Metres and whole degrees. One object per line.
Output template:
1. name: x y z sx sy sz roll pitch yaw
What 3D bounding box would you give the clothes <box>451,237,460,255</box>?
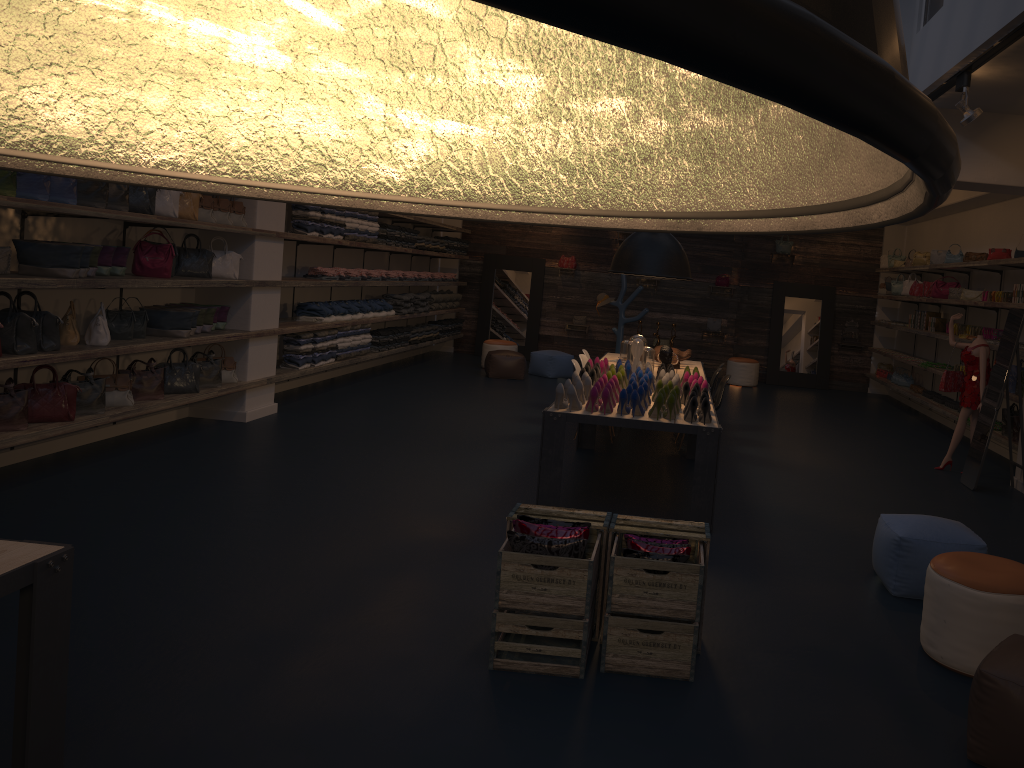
1. clothes: -1.099 -2.415 15.144 0.372 0.297 0.318 5 5 -5

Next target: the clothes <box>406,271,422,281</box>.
1. clothes: -1.567 -1.672 13.434 0.320 0.154 0.354 5 7 1

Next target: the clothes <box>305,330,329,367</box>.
1. clothes: -2.243 -0.413 9.812 0.246 0.409 0.330 6 5 14

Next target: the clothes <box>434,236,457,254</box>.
1. clothes: -1.151 -2.377 14.817 0.363 0.297 0.335 6 6 8

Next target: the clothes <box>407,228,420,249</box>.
1. clothes: -1.568 -2.137 12.726 0.342 0.297 0.317 6 6 12

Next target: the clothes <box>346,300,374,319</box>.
1. clothes: -2.047 -0.978 11.256 0.420 0.239 0.436 6 7 6

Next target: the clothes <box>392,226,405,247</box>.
1. clothes: -1.695 -2.061 12.070 0.372 0.297 0.318 5 5 -5

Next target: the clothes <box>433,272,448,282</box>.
1. clothes: -1.279 -1.843 14.918 0.320 0.154 0.354 5 7 1

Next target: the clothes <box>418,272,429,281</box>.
1. clothes: -1.515 -1.713 13.822 0.332 0.158 0.339 9 8 27

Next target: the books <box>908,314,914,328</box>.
1. books: 6.451 -0.993 13.845 0.177 0.209 0.325 6 6 9

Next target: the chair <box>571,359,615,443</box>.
1. chair: 0.864 0.167 9.105 0.540 0.798 0.472 5 4 4

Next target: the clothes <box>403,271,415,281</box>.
1. clothes: -1.655 -1.630 13.100 0.332 0.158 0.339 9 8 27

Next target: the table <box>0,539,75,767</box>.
1. table: -2.192 0.937 1.384 1.218 0.736 2.590 6 7 9

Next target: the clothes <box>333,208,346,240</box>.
1. clothes: -2.096 -1.885 10.069 0.246 0.409 0.330 6 5 14

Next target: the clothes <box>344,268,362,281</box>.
1. clothes: -2.083 -1.376 10.897 0.332 0.158 0.339 9 8 27

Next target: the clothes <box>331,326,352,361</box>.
1. clothes: -2.123 -0.513 10.517 0.257 0.453 0.350 7 5 20

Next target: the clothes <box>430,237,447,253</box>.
1. clothes: -1.300 -2.318 14.437 0.414 0.250 0.351 6 6 3

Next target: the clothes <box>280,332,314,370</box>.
1. clothes: -2.336 -0.376 9.464 0.246 0.409 0.330 6 5 14

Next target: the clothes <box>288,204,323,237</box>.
1. clothes: -2.228 -1.807 9.390 0.246 0.409 0.330 6 5 14

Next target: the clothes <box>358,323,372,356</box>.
1. clothes: -1.989 -0.593 11.206 0.257 0.453 0.350 7 5 20

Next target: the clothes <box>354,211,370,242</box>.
1. clothes: -1.951 -1.982 10.771 0.257 0.453 0.350 7 5 20

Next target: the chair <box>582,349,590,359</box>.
1. chair: 1.085 0.008 10.449 0.540 0.798 0.472 5 4 4

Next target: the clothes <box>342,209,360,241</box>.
1. clothes: -2.014 -1.944 10.443 0.257 0.453 0.350 7 5 20

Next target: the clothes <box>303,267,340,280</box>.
1. clothes: -2.222 -1.293 10.175 0.332 0.158 0.339 9 8 27

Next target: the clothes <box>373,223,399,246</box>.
1. clothes: -1.747 -2.022 11.743 0.363 0.297 0.335 6 6 8

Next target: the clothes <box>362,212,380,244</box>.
1. clothes: -1.881 -2.023 11.132 0.257 0.453 0.350 7 5 20

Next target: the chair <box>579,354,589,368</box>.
1. chair: 0.995 0.090 9.772 0.527 0.798 0.483 6 4 13

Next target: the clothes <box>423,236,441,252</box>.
1. clothes: -1.378 -2.272 14.041 0.400 0.250 0.362 7 6 15

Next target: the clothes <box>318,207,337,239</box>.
1. clothes: -2.134 -1.844 9.738 0.246 0.409 0.330 6 5 14

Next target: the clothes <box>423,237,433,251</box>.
1. clothes: -1.458 -2.224 13.623 0.414 0.250 0.351 6 6 3

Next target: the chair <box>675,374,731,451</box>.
1. chair: 1.983 0.280 9.061 0.549 0.798 0.465 5 4 -1

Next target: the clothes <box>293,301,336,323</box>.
1. clothes: -2.291 -0.833 9.999 0.420 0.239 0.436 6 7 6

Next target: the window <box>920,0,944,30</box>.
1. window: 1.384 -3.558 7.150 4.417 0.648 11.546 7 8 9

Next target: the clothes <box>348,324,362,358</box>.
1. clothes: -2.059 -0.551 10.845 0.257 0.453 0.350 7 5 20

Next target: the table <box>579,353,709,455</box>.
1. table: 1.533 0.171 9.774 1.218 0.736 2.590 6 7 9

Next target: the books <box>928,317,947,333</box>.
1. books: 6.305 -0.877 12.877 0.179 0.212 0.336 6 6 8

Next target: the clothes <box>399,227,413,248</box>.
1. clothes: -1.631 -2.099 12.398 0.348 0.297 0.311 6 5 6

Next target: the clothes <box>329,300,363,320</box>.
1. clothes: -2.127 -0.931 10.845 0.420 0.239 0.436 6 7 6

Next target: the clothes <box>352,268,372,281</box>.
1. clothes: -1.994 -1.418 11.231 0.320 0.154 0.354 5 7 1

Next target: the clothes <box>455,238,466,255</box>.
1. clothes: -1.036 -2.453 15.472 0.348 0.297 0.311 6 5 6

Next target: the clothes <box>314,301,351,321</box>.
1. clothes: -2.205 -0.884 10.443 0.403 0.239 0.454 8 7 22

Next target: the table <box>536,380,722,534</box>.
1. table: 1.039 0.465 7.226 1.218 0.736 2.590 6 7 9

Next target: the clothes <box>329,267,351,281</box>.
1. clothes: -2.134 -1.335 10.509 0.320 0.154 0.354 5 7 1

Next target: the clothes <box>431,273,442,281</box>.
1. clothes: -1.368 -1.801 14.585 0.332 0.158 0.339 9 8 27

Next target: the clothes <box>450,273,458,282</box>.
1. clothes: -1.139 -1.926 15.640 0.320 0.154 0.354 5 7 1

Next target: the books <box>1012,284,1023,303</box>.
1. books: 5.546 -0.967 9.369 0.177 0.209 0.325 6 6 9

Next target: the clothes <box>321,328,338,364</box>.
1. clothes: -2.205 -0.454 10.143 0.246 0.409 0.330 6 5 14

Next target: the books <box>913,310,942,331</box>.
1. books: 6.393 -0.975 13.368 0.236 0.286 0.650 6 7 8

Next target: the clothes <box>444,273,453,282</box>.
1. clothes: -1.228 -1.884 15.307 0.332 0.158 0.339 9 8 27

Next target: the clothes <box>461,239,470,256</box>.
1. clothes: -0.972 -2.491 15.800 0.342 0.297 0.317 6 6 12

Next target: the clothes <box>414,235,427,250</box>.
1. clothes: -1.536 -2.178 13.226 0.400 0.250 0.362 7 6 15

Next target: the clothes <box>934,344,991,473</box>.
1. clothes: 4.754 0.253 9.028 0.473 1.379 0.340 4 3 -8
